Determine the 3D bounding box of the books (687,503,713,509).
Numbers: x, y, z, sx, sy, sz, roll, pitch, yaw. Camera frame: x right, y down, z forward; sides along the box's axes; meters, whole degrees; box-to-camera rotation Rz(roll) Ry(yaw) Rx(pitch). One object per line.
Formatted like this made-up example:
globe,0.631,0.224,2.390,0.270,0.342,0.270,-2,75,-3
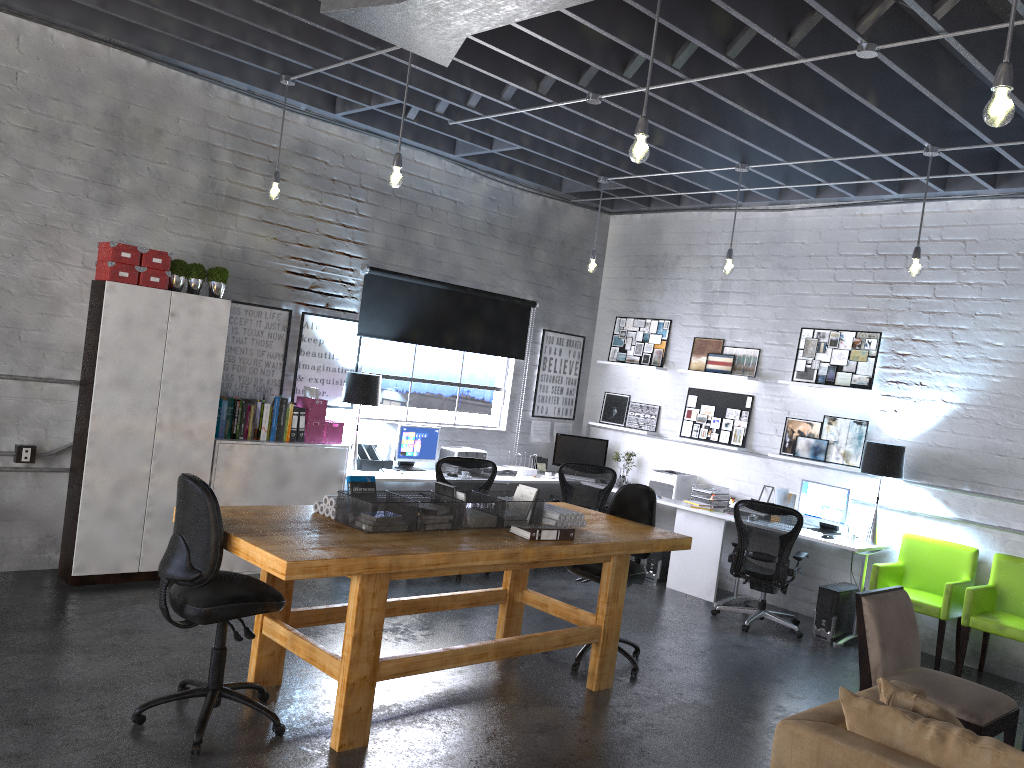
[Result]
books,1.726,1.116,8.140,0.211,0.014,0.148,8,1,21

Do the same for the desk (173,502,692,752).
desk,-0.331,1.239,4.970,2.834,0.926,1.113,7,2,-44

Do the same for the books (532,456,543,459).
books,0.273,0.821,9.348,0.133,0.109,0.052,7,2,-29

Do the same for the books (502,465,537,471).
books,0.080,0.855,9.033,0.210,0.006,0.297,7,1,-44

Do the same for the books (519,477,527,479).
books,0.084,0.912,8.625,0.112,0.002,0.065,8,1,24

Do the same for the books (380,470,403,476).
books,-1.039,0.763,7.626,0.158,0.012,0.209,7,1,-21

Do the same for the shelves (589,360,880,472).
shelves,1.975,0.248,8.555,0.199,0.694,3.020,6,2,-44

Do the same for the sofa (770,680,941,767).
sofa,2.154,1.746,2.960,1.105,0.629,2.327,6,1,-44

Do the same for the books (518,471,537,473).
books,0.081,0.876,9.036,0.210,0.006,0.297,7,1,-44

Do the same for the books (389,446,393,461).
books,-1.136,0.638,7.901,0.026,0.243,0.172,6,2,-43

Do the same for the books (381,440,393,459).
books,-1.139,0.636,7.897,0.026,0.248,0.179,6,2,-43

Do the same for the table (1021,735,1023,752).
table,3.576,2.068,5.100,0.874,0.300,0.872,7,1,-40

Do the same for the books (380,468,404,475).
books,-1.032,0.753,7.625,0.171,0.010,0.212,7,1,-17

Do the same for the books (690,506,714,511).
books,1.744,1.133,8.137,0.211,0.014,0.148,8,1,11

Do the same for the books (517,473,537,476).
books,0.079,0.902,9.031,0.210,0.006,0.297,7,1,-43

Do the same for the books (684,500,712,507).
books,1.708,1.099,8.156,0.148,0.014,0.211,7,1,-29

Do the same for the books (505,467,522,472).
books,0.076,0.870,9.035,0.210,0.006,0.297,7,1,-45

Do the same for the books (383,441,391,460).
books,-1.154,0.635,7.887,0.026,0.245,0.175,6,2,-44

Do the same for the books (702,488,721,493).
books,1.899,1.016,8.445,0.133,0.008,0.203,8,1,30

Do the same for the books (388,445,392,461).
books,-1.142,0.638,7.894,0.026,0.243,0.172,6,2,-43

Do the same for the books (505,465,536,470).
books,0.084,0.850,9.036,0.210,0.006,0.297,7,1,-43

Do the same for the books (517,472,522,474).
books,0.075,0.891,9.036,0.210,0.006,0.297,7,1,-44

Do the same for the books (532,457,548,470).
books,0.293,0.834,9.279,0.184,0.121,0.017,7,2,-29

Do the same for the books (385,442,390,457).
books,-1.158,0.636,7.878,0.026,0.243,0.173,6,2,-44

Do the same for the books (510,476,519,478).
books,0.037,0.901,8.561,0.112,0.001,0.066,8,1,33

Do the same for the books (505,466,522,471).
books,0.080,0.860,9.032,0.210,0.006,0.297,7,1,-42

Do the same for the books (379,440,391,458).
books,-1.157,0.634,7.884,0.026,0.245,0.175,6,2,-44

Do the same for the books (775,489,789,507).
books,2.398,1.078,7.877,0.210,0.296,0.043,6,2,-44

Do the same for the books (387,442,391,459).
books,-1.147,0.635,7.887,0.026,0.246,0.177,6,2,-44

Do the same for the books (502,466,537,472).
books,0.079,0.865,9.033,0.210,0.006,0.297,7,1,-44

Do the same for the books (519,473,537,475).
books,0.074,0.896,9.036,0.210,0.006,0.297,7,1,-44

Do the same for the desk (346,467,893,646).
desk,0.702,1.408,7.513,3.301,0.786,3.570,7,1,-44

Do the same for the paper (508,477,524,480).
paper,0.031,0.907,8.548,0.158,0.001,0.115,8,1,35

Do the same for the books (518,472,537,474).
books,0.076,0.886,9.034,0.297,0.006,0.210,8,1,44

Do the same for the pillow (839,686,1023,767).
pillow,1.569,1.408,3.253,0.291,0.402,0.703,6,2,-44

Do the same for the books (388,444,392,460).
books,-1.145,0.637,7.891,0.026,0.243,0.172,6,2,-43

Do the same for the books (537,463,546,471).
books,0.307,0.867,9.266,0.102,0.076,0.037,7,2,-29

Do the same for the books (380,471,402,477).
books,-1.040,0.775,7.622,0.158,0.012,0.213,7,1,-19

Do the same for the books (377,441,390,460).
books,-1.161,0.636,7.876,0.026,0.243,0.172,6,2,-43

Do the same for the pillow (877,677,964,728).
pillow,1.627,1.412,3.499,0.319,0.403,0.522,7,1,-24

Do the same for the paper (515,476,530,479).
paper,0.101,0.915,8.654,0.158,0.001,0.115,8,1,29

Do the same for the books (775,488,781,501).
books,2.389,1.078,7.881,0.210,0.296,0.036,6,2,-44

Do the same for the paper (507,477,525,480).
paper,0.030,0.908,8.541,0.158,0.001,0.115,8,1,34

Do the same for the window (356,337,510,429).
window,-0.703,-0.217,8.520,1.823,1.220,0.030,6,2,-44

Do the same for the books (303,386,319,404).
books,-1.640,0.157,7.220,0.060,0.267,0.192,6,2,-44
